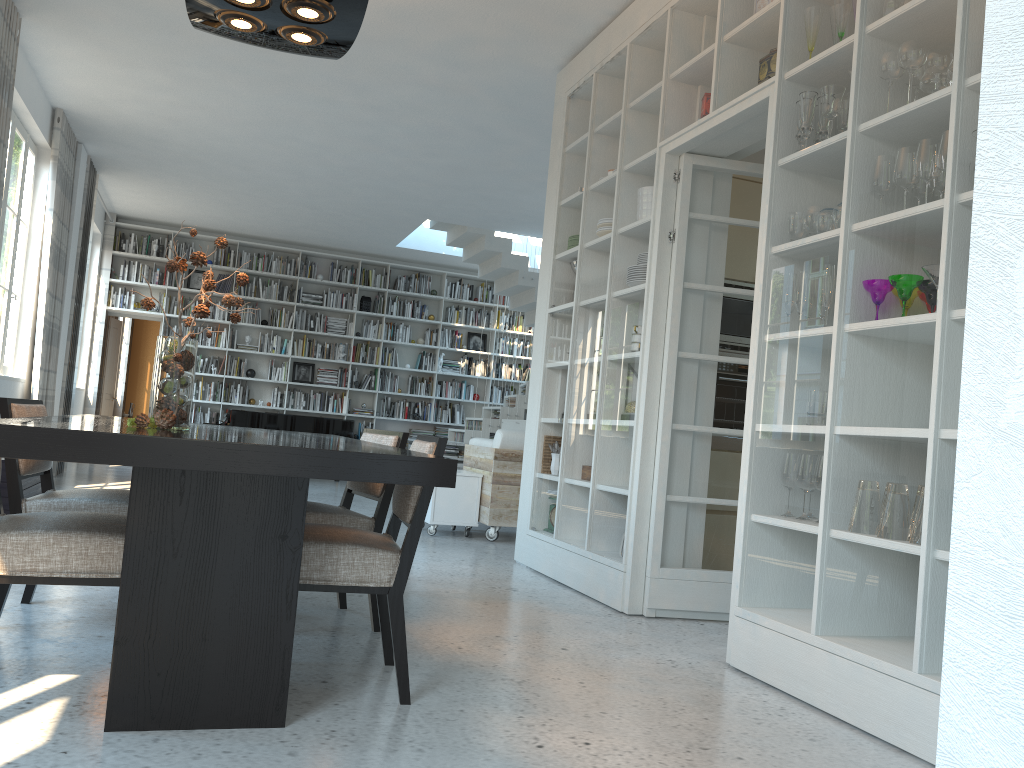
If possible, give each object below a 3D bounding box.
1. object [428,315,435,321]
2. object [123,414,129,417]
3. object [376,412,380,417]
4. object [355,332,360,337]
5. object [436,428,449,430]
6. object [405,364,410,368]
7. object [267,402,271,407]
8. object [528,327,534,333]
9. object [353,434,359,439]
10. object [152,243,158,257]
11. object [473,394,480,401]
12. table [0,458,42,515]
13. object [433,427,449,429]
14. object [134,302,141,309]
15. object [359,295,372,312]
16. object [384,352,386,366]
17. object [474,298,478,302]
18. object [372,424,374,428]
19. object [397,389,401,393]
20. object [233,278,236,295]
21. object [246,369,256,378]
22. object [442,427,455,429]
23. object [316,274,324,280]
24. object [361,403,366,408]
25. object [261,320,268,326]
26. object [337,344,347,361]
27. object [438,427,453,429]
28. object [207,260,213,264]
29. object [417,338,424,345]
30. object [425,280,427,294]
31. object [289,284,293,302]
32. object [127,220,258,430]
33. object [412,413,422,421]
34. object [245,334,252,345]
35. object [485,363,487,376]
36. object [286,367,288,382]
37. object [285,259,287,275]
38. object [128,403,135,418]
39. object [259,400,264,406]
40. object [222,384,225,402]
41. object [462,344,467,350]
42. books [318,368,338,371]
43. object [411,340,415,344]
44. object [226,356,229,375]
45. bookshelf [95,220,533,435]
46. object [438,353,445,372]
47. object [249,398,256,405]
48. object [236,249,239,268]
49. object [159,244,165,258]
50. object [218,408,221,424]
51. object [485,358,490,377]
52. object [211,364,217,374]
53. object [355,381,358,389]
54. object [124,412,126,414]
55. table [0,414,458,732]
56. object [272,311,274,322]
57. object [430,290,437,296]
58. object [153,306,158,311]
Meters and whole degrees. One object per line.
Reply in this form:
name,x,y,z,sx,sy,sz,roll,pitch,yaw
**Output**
object,-1.189,-0.973,13.069,0.100,0.101,0.100,8,-4,-41
object,-6.796,0.555,15.587,0.118,0.061,0.118,6,-3,-11
object,-1.946,0.437,12.855,0.071,0.072,0.071,3,-3,30
object,-2.206,-0.707,12.698,0.071,0.072,0.071,3,-3,30
object,-1.015,0.670,13.205,0.254,0.005,0.161,6,-4,-19
object,-1.526,-0.255,12.979,0.071,0.072,0.071,3,-3,30
object,-3.380,0.284,12.329,0.061,0.062,0.061,3,-3,30
object,0.353,-0.825,13.554,0.203,0.137,0.095,5,-3,-3
object,-2.236,0.763,12.651,0.093,0.094,0.094,3,-3,30
object,-4.747,-1.770,11.790,0.067,0.198,0.068,4,-3,23
object,-0.546,0.202,13.336,0.115,0.116,0.115,8,-4,-41
table,-3.240,0.631,5.432,0.524,0.415,0.926,6,-3,-19
object,-1.014,0.659,13.206,0.285,0.005,0.159,6,-4,-19
object,-4.977,-1.047,11.784,0.086,0.087,0.087,3,-3,30
object,-2.109,-1.146,12.768,0.135,0.248,0.135,7,-3,-29
object,-1.864,-0.357,12.919,0.013,0.208,0.140,6,-3,-19
object,-0.539,-1.256,13.291,0.071,0.072,0.071,3,-3,30
object,-2.016,0.707,12.764,0.011,0.260,0.142,6,-3,-19
object,-1.652,0.103,12.967,0.071,0.072,0.071,3,-3,30
object,-3.836,-1.333,12.256,0.012,0.254,0.161,6,-3,-19
object,-3.619,-0.144,12.287,0.133,0.135,0.134,3,-3,30
object,-1.009,0.648,13.195,0.285,0.005,0.159,6,-3,-14
object,-2.730,-1.509,12.592,0.105,0.106,0.104,8,-4,-41
object,-2.123,0.312,12.712,0.071,0.072,0.071,3,-3,30
object,-3.445,-0.846,12.338,0.097,0.098,0.097,3,-3,30
object,-2.414,-0.442,12.585,0.138,0.243,0.137,3,-3,37
object,-1.013,0.654,13.204,0.254,0.005,0.161,6,-4,-18
object,-4.134,-1.651,12.118,0.083,0.083,0.082,8,-4,-41
object,-1.354,-0.623,13.093,0.112,0.113,0.111,8,-4,-41
object,-1.285,-1.445,13.140,0.006,0.297,0.129,6,-3,-19
object,-3.075,-1.259,12.365,0.075,0.254,0.075,7,-3,-40
object,-0.925,-0.160,2.574,0.541,0.601,0.317,2,-4,42
object,-1.382,0.471,12.894,0.161,0.114,0.064,7,-3,-31
object,-3.662,-0.613,12.301,0.095,0.157,0.121,5,-3,-5
object,-0.411,-0.200,13.412,0.022,0.211,0.179,6,-3,-19
object,-3.174,-0.134,12.485,0.017,0.216,0.103,6,-3,-19
object,-3.188,-1.628,12.483,0.010,0.246,0.157,6,-3,-19
object,-6.747,0.463,15.710,0.091,0.268,0.091,4,-3,27
object,-3.469,0.257,12.274,0.060,0.095,0.078,5,-3,-2
object,-3.967,0.127,12.188,0.012,0.254,0.161,6,-3,-19
object,-0.727,-0.546,13.280,0.091,0.092,0.092,3,-3,30
books,-2.628,-0.203,12.651,0.254,0.012,0.161,6,-4,-22
object,-1.456,-0.614,13.032,0.068,0.068,0.068,8,-4,-41
object,-3.926,-0.244,12.221,0.012,0.270,0.130,6,-3,-19
bookshelf,-2.531,-0.238,12.621,6.299,3.140,0.330,6,-3,-19
object,-1.046,-0.315,13.027,0.087,0.288,0.075,4,-3,16
object,-3.604,0.247,12.297,0.091,0.092,0.091,8,-4,-41
object,-3.803,-1.714,12.274,0.012,0.285,0.159,6,-3,-19
object,-4.671,-1.762,11.816,0.067,0.198,0.068,4,-3,23
object,-4.027,0.478,12.184,0.017,0.290,0.089,6,-3,-19
object,-0.364,-0.239,13.282,0.087,0.288,0.075,4,-3,16
object,-4.034,-0.200,11.997,0.082,0.140,0.044,7,-3,-35
object,-2.214,0.012,12.622,0.054,0.113,0.079,6,-3,-20
object,-6.891,0.531,15.676,0.106,0.103,0.106,6,-3,-11
table,-1.038,0.527,3.046,1.086,0.736,2.199,6,-3,-19
object,-3.361,-0.899,12.421,0.010,0.225,0.142,6,-3,-19
object,-1.154,-1.340,13.080,0.104,0.105,0.104,3,-3,30
object,-4.778,-1.016,11.882,0.071,0.072,0.071,8,-4,-41
